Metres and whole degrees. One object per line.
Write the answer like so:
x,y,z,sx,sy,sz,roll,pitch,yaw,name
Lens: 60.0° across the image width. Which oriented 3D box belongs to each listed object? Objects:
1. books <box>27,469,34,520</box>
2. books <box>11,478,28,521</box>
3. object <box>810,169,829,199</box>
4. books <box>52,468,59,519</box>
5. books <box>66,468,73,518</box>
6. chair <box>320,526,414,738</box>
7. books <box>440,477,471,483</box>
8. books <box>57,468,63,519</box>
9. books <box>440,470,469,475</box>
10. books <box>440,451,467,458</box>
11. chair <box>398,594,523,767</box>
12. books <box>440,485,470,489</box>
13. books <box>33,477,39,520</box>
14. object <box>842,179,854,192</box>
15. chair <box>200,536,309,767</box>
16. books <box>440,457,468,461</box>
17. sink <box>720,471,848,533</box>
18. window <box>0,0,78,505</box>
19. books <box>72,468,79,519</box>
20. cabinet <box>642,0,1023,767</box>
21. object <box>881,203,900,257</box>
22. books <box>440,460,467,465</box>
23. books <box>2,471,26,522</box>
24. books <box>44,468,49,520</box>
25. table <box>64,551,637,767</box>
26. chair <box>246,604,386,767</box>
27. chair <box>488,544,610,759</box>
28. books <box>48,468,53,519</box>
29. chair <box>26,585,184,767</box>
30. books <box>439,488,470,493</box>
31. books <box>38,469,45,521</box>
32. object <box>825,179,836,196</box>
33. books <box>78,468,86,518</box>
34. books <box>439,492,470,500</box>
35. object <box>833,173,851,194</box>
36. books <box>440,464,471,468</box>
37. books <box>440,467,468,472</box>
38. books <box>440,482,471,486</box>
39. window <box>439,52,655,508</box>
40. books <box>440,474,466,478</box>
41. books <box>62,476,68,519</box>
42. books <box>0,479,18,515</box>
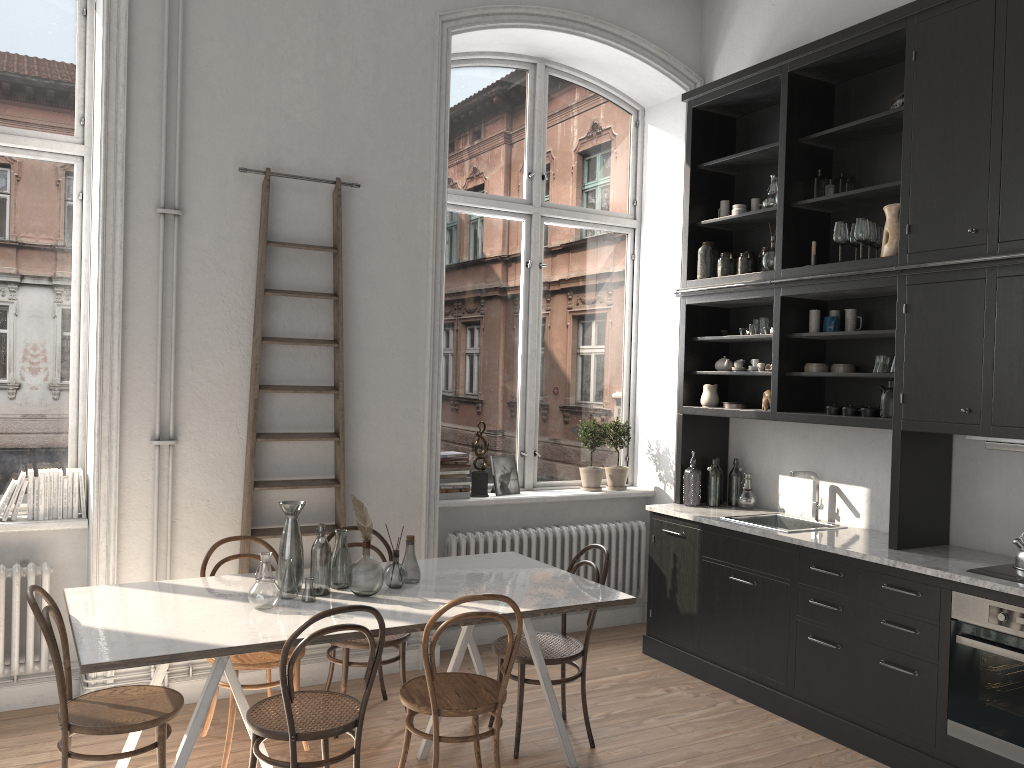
-2.468,0.563,4.544,0.024,0.243,0.175,1,1,-29,books
-2.500,0.582,4.503,0.072,0.203,0.155,1,1,-29,books
1.730,-1.112,4.990,0.084,0.199,0.065,2,1,-7,object
-2.371,0.565,4.599,0.024,0.243,0.175,1,1,-29,books
-2.313,0.567,4.631,0.024,0.243,0.175,1,1,-29,books
-0.744,1.219,4.482,0.438,0.921,0.549,1,1,-22,chair
-0.415,0.607,5.671,0.245,0.028,0.193,1,1,-34,books
-2.342,0.566,4.590,0.019,0.244,0.174,1,1,-29,books
-0.407,0.559,5.675,0.222,0.024,0.158,1,0,-29,books
-0.414,0.452,5.672,0.201,0.024,0.159,1,1,-39,books
-0.221,1.240,3.567,0.438,0.921,0.549,1,1,-18,chair
-0.416,0.647,5.652,0.249,0.023,0.175,1,0,-29,books
-2.436,0.583,4.539,0.020,0.205,0.155,1,1,-29,books
1.850,-1.069,4.885,0.044,0.121,0.058,2,1,-2,object
-1.204,1.208,4.131,0.438,0.921,0.549,1,1,-31,chair
-0.405,0.474,5.667,0.205,0.020,0.155,1,0,-29,books
1.560,0.754,5.049,0.514,0.505,0.526,1,1,-29,sink
-3.047,-0.799,4.337,1.622,2.843,0.013,1,1,-29,window
-2.281,0.568,4.626,0.024,0.243,0.175,1,1,-29,books
1.932,-0.036,4.356,0.635,3.583,3.250,1,1,-29,cabinet
1.901,-0.760,4.430,0.094,0.267,0.116,2,1,12,object
-0.417,0.495,5.661,0.231,0.023,0.162,2,0,-14,books
-2.521,0.565,4.489,0.100,0.235,0.174,1,1,-29,books
-2.396,0.565,4.559,0.019,0.244,0.174,1,1,-29,books
-0.691,1.294,3.841,2.200,0.780,1.100,1,1,-29,table
-0.748,1.227,3.310,0.438,0.921,0.549,1,1,-34,chair
0.180,1.246,4.279,0.549,0.921,0.438,1,1,-17,chair
-2.387,0.565,4.584,0.019,0.244,0.174,1,1,-29,books
-1.527,1.205,3.340,0.549,0.921,0.438,1,1,-21,chair
-0.416,0.670,5.653,0.249,0.023,0.175,1,1,-34,books
-2.411,0.565,4.540,0.024,0.243,0.175,1,1,-29,books
1.762,-1.072,4.908,0.053,0.125,0.041,2,1,28,object
-2.253,0.568,4.640,0.040,0.244,0.174,1,1,-29,books
-0.420,0.703,5.653,0.248,0.043,0.192,1,1,-29,books
1.856,-1.097,4.992,0.065,0.177,0.084,2,1,-7,object
-0.411,0.517,5.665,0.244,0.019,0.174,1,0,-29,books
-0.407,0.537,5.668,0.205,0.022,0.155,1,1,-34,books
-0.414,0.628,5.670,0.255,0.014,0.192,1,0,-26,books
4.266,-4.998,11.769,14.386,15.937,26.393,1,1,-29,window
-0.408,0.583,5.669,0.205,0.022,0.155,2,0,-15,books
-2.323,0.585,4.602,0.020,0.205,0.155,1,1,-29,books
-2.557,0.584,4.474,0.105,0.194,0.155,1,1,-30,books
